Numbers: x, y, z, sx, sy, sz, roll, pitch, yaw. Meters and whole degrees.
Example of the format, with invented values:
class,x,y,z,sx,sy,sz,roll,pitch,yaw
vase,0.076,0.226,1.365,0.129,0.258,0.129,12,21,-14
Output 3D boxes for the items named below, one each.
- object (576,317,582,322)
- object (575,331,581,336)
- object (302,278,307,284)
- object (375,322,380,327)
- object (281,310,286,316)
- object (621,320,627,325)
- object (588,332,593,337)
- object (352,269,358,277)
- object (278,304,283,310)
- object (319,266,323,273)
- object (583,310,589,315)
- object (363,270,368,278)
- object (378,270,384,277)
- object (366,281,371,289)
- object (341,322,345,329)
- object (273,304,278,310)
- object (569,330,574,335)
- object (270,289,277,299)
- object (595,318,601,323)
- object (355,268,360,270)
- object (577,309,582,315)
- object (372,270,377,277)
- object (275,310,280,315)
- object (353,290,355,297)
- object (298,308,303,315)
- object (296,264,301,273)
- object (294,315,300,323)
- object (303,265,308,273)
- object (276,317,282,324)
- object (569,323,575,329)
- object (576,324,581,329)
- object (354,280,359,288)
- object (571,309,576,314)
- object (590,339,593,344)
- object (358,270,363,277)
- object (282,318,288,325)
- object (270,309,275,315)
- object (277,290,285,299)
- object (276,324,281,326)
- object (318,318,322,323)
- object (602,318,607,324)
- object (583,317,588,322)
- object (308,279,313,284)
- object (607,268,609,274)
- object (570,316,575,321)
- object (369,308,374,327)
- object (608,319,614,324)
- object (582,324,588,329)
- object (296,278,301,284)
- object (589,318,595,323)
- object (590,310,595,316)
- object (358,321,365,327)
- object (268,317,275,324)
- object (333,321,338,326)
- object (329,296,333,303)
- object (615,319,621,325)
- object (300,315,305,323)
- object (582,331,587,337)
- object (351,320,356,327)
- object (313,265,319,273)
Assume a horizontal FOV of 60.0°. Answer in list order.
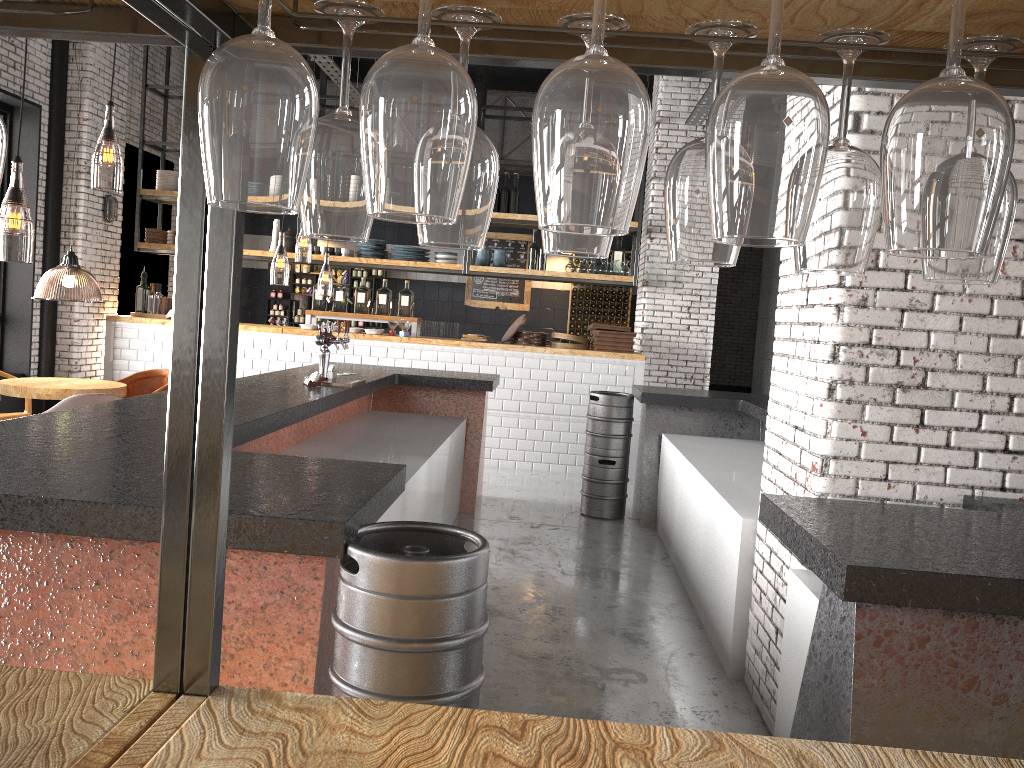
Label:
class,x,y,z,sx,sy,sz,roll,pitch,yaw
object,0.983,-0.947,12.968,0.079,0.079,0.281,4,4,3
object,0.970,-0.741,13.018,0.079,0.079,0.281,4,4,3
object,-3.102,-1.538,13.254,0.071,0.083,0.071,4,4,-7
object,-2.001,-0.994,13.247,0.079,0.280,0.079,4,3,6
object,-3.433,-1.067,13.295,0.071,0.083,0.071,6,4,27
object,1.643,-0.899,12.956,0.079,0.079,0.281,4,4,3
object,1.156,-0.724,12.970,0.079,0.079,0.281,4,4,3
object,-2.342,-1.652,13.211,0.076,0.111,0.076,5,4,13
object,-3.466,-1.152,13.291,0.071,0.083,0.071,7,5,42
object,-2.831,-1.798,13.247,0.079,0.280,0.079,3,3,-19
object,1.086,-1.045,12.969,0.079,0.079,0.284,4,4,3
object,-2.177,-1.639,13.205,0.076,0.111,0.076,4,4,-2
object,-1.949,-1.731,13.206,0.079,0.280,0.079,4,3,-4
object,-2.141,-1.480,13.211,0.076,0.111,0.076,2,4,-32
object,-2.528,-0.879,13.274,0.088,0.108,0.107,1,5,-37
object,-3.542,-1.158,13.300,0.071,0.083,0.071,6,4,28
object,0.875,-0.746,13.003,0.079,0.079,0.281,4,4,3
object,-3.577,-1.354,13.311,0.100,0.139,0.088,4,3,3
object,1.267,-0.927,12.974,0.079,0.079,0.281,4,4,3
object,-2.293,-1.759,13.204,0.076,0.111,0.076,3,4,-22
object,0.992,-1.053,12.982,0.079,0.079,0.284,4,4,3
object,-2.043,-1.738,13.211,0.079,0.280,0.079,3,4,-24
object,-3.515,-1.073,13.299,0.071,0.083,0.071,4,4,-7
object,-2.329,-1.350,13.247,0.081,0.113,0.071,4,3,2
object,-3.172,-1.085,13.286,0.076,0.111,0.076,4,4,-2
object,-3.191,-1.739,13.249,0.079,0.156,0.079,6,4,33
object,-3.220,-0.977,13.290,0.076,0.111,0.076,3,4,-22
object,-3.083,-1.731,13.244,0.079,0.156,0.079,3,3,-12
object,-3.509,-0.951,13.333,0.090,0.101,0.111,1,5,-36
object,0.882,-0.850,12.988,0.079,0.079,0.281,4,4,3
object,0.976,-0.842,12.969,0.079,0.079,0.281,4,4,3
object,-2.319,-1.493,13.218,0.076,0.111,0.076,6,4,28
object,0.897,-1.059,12.963,0.079,0.079,0.284,4,4,3
object,1.151,-0.622,13.011,0.079,0.079,0.281,4,4,3
object,-2.260,-1.645,13.207,0.076,0.111,0.076,6,4,23
object,-3.410,-0.943,13.329,0.090,0.101,0.111,2,4,-31
object,-3.594,-1.079,13.303,0.071,0.083,0.071,5,4,13
object,-3.469,-1.346,13.306,0.100,0.139,0.088,4,3,3
object,-3.517,-0.850,13.339,0.090,0.101,0.111,1,5,-41
object,-2.880,-1.060,13.286,0.079,0.280,0.079,2,4,-29
object,1.362,-0.921,12.985,0.079,0.079,0.281,4,4,3
object,1.079,-0.941,12.982,0.079,0.079,0.281,4,4,3
object,-3.016,-1.531,13.250,0.071,0.083,0.071,4,4,-7
object,1.413,-1.650,12.907,0.079,0.079,0.284,4,4,3
object,0.891,-0.957,13.006,0.079,0.079,0.281,4,4,3
object,-2.091,-1.000,13.248,0.079,0.280,0.079,5,3,21
object,1.455,-0.913,12.965,0.079,0.079,0.281,4,4,3
object,1.072,-0.838,13.004,0.079,0.079,0.281,4,4,3
object,-3.195,-1.545,13.259,0.071,0.083,0.071,6,4,28
object,1.174,-0.936,12.998,0.079,0.079,0.281,4,4,3
object,1.180,-1.039,12.973,0.079,0.079,0.284,4,4,3
object,-2.251,-0.919,13.267,0.100,0.139,0.088,4,3,3
object,-3.620,-0.963,13.326,0.119,0.111,0.085,1,5,-39
object,-2.635,-0.887,13.280,0.092,0.108,0.105,5,4,14
object,-2.718,-1.274,13.267,0.119,0.111,0.085,2,4,-29
object,1.548,-0.904,12.938,0.079,0.079,0.281,4,4,3
object,-3.139,-0.971,13.288,0.076,0.111,0.076,5,4,8
object,1.063,-0.732,12.994,0.079,0.079,0.281,4,4,3
object,-2.365,-0.912,13.251,0.076,0.111,0.076,2,4,-32
object,-2.924,-1.805,13.252,0.079,0.280,0.079,4,3,6
